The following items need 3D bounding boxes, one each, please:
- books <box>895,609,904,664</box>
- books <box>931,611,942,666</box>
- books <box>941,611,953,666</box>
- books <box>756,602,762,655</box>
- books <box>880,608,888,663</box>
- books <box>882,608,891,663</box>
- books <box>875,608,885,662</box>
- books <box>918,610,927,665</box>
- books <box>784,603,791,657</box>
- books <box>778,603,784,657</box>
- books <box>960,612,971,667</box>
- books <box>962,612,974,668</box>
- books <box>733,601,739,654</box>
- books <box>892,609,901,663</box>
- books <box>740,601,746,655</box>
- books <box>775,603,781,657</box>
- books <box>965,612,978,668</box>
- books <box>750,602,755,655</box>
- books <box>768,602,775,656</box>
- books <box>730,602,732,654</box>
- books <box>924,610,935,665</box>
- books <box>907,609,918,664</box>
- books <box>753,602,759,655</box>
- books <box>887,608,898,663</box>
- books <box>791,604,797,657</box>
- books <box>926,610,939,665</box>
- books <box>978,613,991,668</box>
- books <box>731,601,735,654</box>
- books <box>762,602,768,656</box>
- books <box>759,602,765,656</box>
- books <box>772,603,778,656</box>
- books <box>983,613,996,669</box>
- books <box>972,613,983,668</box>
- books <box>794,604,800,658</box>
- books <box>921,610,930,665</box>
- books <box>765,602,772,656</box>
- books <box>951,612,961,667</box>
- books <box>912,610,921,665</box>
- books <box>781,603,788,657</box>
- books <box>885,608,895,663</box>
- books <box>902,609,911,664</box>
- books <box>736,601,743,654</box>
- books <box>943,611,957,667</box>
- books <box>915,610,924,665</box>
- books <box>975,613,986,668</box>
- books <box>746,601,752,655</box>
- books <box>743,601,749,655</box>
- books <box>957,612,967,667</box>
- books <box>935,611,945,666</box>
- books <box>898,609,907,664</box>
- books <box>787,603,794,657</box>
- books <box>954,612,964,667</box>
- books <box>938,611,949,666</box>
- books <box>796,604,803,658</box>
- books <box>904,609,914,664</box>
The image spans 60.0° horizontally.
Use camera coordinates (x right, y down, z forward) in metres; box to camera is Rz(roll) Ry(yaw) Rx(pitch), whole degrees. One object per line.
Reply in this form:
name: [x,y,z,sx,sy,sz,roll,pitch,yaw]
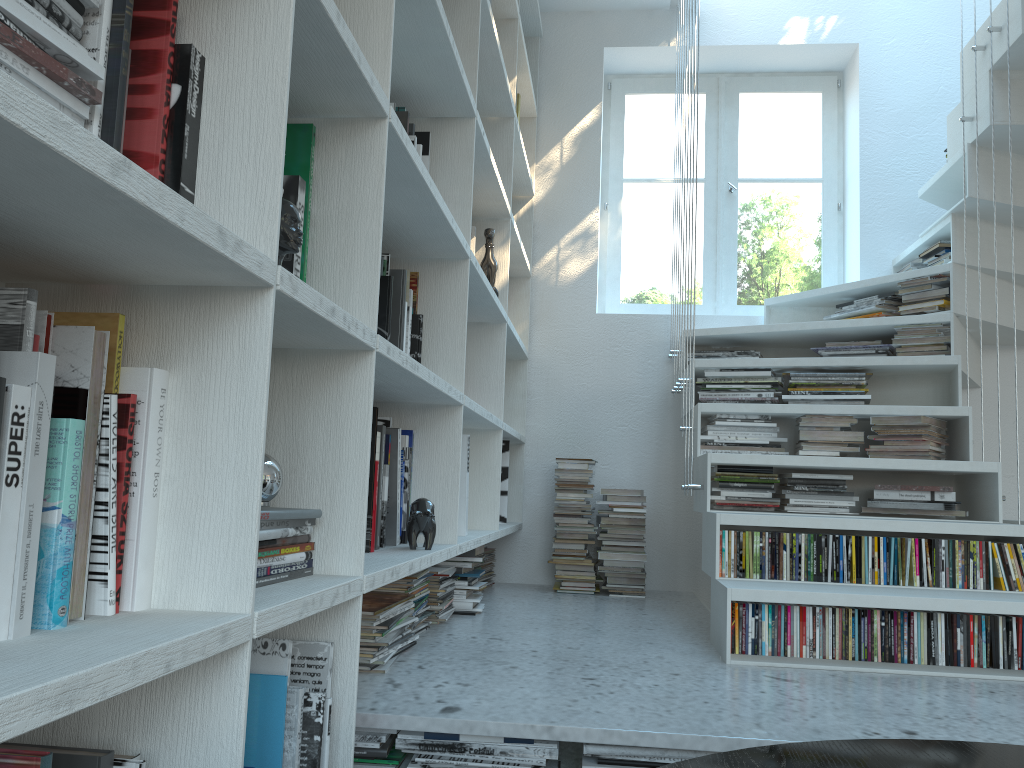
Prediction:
books: [0.964,0.629,2.238,0.008,0.125,0.125,2,-7,6]
books: [1.052,0.632,2.228,0.008,0.125,0.125,2,-7,6]
books: [1.076,0.632,2.225,0.012,0.125,0.125,2,-7,6]
books: [0.626,0.621,2.275,0.007,0.125,0.125,2,-7,6]
books: [0.927,0.629,2.242,0.008,0.125,0.125,2,-7,6]
books: [0.934,0.629,2.241,0.008,0.125,0.125,2,-7,6]
books: [0.919,0.628,2.242,0.008,0.125,0.125,2,-7,6]
books: [1.018,0.631,2.232,0.007,0.125,0.125,2,-7,6]
books: [0.696,0.623,2.267,0.007,0.125,0.125,2,-7,6]
books: [0.680,0.622,2.269,0.008,0.125,0.125,2,-7,6]
books: [1.118,0.633,2.221,0.008,0.125,0.125,2,-7,6]
books: [1.126,0.633,2.220,0.008,0.125,0.125,2,-7,6]
books: [0.569,0.620,2.281,0.010,0.125,0.125,2,-7,6]
books: [0.957,0.629,2.238,0.007,0.125,0.125,2,-7,6]
books: [0.587,0.620,2.279,0.007,0.125,0.125,2,-7,6]
books: [0.672,0.622,2.270,0.008,0.125,0.125,2,-7,6]
books: [1.135,0.634,2.219,0.010,0.125,0.125,2,-7,6]
books: [0.609,0.621,2.276,0.008,0.125,0.125,2,-7,6]
books: [0.657,0.622,2.271,0.008,0.125,0.125,2,-7,6]
books: [0.553,0.619,2.283,0.008,0.125,0.125,2,-7,6]
books: [1.036,0.631,2.230,0.011,0.125,0.125,2,-7,6]
books: [0.996,0.630,2.234,0.008,0.125,0.125,2,-7,6]
books: [0.617,0.621,2.276,0.010,0.125,0.125,2,-7,6]
books: [0.949,0.629,2.239,0.008,0.125,0.125,2,-7,6]
books: [0.711,0.623,2.265,0.007,0.125,0.125,2,-7,6]
books: [1.043,0.631,2.229,0.011,0.125,0.125,2,-7,6]
books: [1.164,0.634,2.216,0.012,0.125,0.125,2,-7,6]
books: [0.560,0.619,2.282,0.008,0.125,0.125,2,-7,6]
books: [0.642,0.621,2.273,0.009,0.125,0.125,2,-7,6]
books: [0.634,0.621,2.274,0.009,0.125,0.125,2,-7,6]
books: [0.664,0.622,2.270,0.008,0.125,0.125,2,-7,6]
books: [1.176,0.635,2.214,0.010,0.125,0.125,2,-7,6]
books: [1.146,0.634,2.218,0.010,0.125,0.125,2,-7,6]
books: [0.718,0.623,2.265,0.008,0.125,0.125,2,-7,6]
books: [1.026,0.631,2.231,0.008,0.125,0.125,2,-7,6]
books: [0.650,0.622,2.272,0.007,0.125,0.125,2,-7,6]
books: [1.096,0.633,2.223,0.007,0.125,0.125,2,-7,6]
books: [1.004,0.630,2.233,0.008,0.125,0.125,2,-7,6]
books: [0.688,0.623,2.268,0.008,0.125,0.125,2,-7,6]
books: [0.942,0.629,2.240,0.008,0.125,0.125,2,-7,6]
books: [0.980,0.630,2.236,0.010,0.125,0.125,2,-7,6]
books: [0.579,0.620,2.280,0.009,0.125,0.125,2,-7,6]
books: [1.087,0.633,2.224,0.008,0.125,0.125,2,-7,6]
books: [1.011,0.631,2.232,0.008,0.125,0.125,2,-7,6]
books: [1.154,0.634,2.217,0.008,0.125,0.125,2,-7,6]
books: [0.602,0.620,2.277,0.008,0.125,0.125,2,-7,6]
books: [0.594,0.620,2.278,0.007,0.125,0.125,2,-7,6]
books: [1.110,0.633,2.222,0.007,0.125,0.125,2,-7,6]
books: [1.060,0.632,2.227,0.008,0.125,0.125,2,-7,6]
books: [0.973,0.630,2.237,0.008,0.125,0.125,2,-7,6]
books: [0.703,0.623,2.266,0.007,0.125,0.125,2,-7,6]
books: [1.103,0.633,2.222,0.007,0.125,0.125,2,-7,6]
books: [1.068,0.632,2.226,0.010,0.125,0.125,2,-7,6]
books: [0.725,0.623,2.264,0.008,0.125,0.125,2,-7,6]
books: [0.987,0.630,2.235,0.010,0.125,0.125,2,-7,6]
